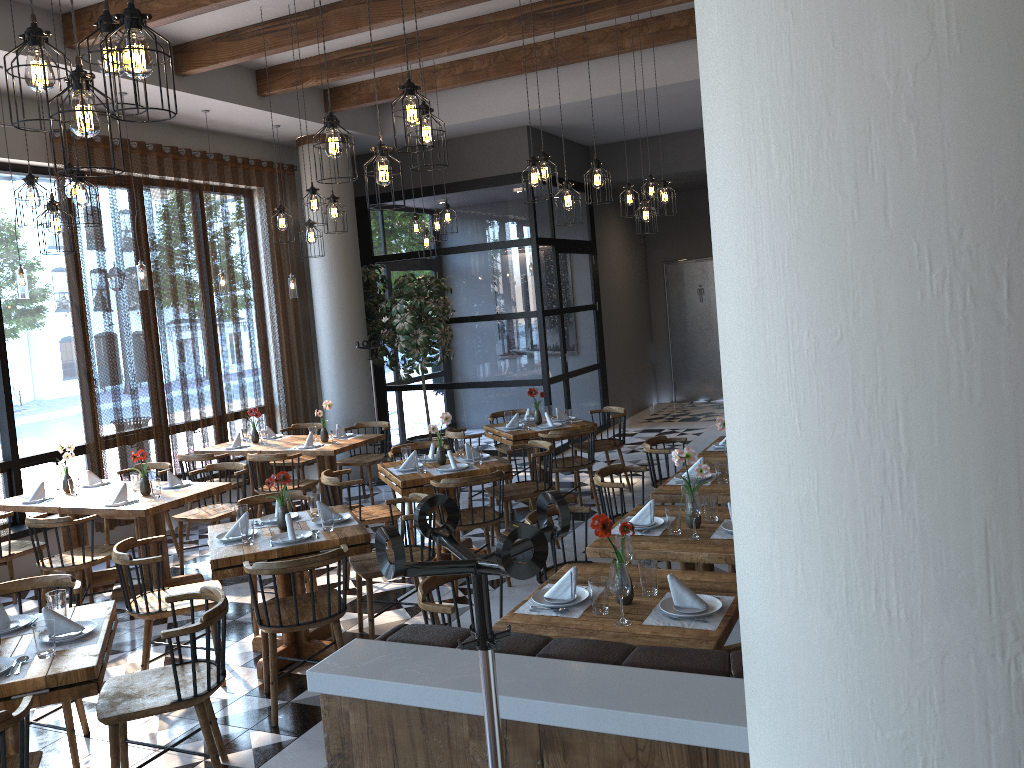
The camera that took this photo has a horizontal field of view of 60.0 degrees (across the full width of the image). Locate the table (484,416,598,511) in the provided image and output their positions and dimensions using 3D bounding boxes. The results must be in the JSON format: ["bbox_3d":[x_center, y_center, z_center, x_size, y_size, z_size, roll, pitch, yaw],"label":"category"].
[{"bbox_3d":[0.290,0.769,8.574,0.865,0.762,0.865,-6,5,-19],"label":"table"}]

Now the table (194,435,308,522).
[{"bbox_3d":[-2.557,0.973,8.985,0.849,0.762,0.853,-3,5,25],"label":"table"}]

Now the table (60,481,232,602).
[{"bbox_3d":[-2.698,1.207,6.674,0.849,0.762,0.853,-3,5,25],"label":"table"}]

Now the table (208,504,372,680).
[{"bbox_3d":[-1.294,1.228,5.201,0.865,0.762,0.865,-6,5,-19],"label":"table"}]

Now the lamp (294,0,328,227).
[{"bbox_3d":[-1.616,-2.264,6.849,0.175,2.066,0.175,-4,3,20],"label":"lamp"}]

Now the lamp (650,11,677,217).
[{"bbox_3d":[1.241,-2.479,7.582,0.175,2.066,0.175,-3,4,36],"label":"lamp"}]

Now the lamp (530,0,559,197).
[{"bbox_3d":[0.157,-2.352,6.176,0.175,2.066,0.175,-4,3,9],"label":"lamp"}]

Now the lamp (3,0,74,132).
[{"bbox_3d":[-1.511,-1.812,2.647,0.175,2.066,0.175,-3,4,32],"label":"lamp"}]

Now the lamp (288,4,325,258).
[{"bbox_3d":[-1.688,-2.048,7.074,0.175,2.066,0.175,-4,3,20],"label":"lamp"}]

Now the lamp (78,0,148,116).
[{"bbox_3d":[-1.339,-1.894,2.753,0.175,2.066,0.175,-2,4,43],"label":"lamp"}]

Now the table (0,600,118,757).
[{"bbox_3d":[-2.056,1.450,3.578,0.865,0.762,0.865,-6,5,-19],"label":"table"}]

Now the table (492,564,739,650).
[{"bbox_3d":[0.486,1.238,3.514,0.849,0.762,0.853,-3,5,25],"label":"table"}]

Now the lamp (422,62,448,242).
[{"bbox_3d":[-0.835,-2.475,8.940,0.175,2.066,0.175,-3,3,27],"label":"lamp"}]

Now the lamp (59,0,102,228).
[{"bbox_3d":[-2.442,-1.898,4.820,0.175,2.066,0.175,-4,3,11],"label":"lamp"}]

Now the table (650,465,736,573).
[{"bbox_3d":[1.415,0.968,5.492,0.849,0.762,0.853,-3,5,25],"label":"table"}]

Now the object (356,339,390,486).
[{"bbox_3d":[-1.569,0.319,10.239,0.375,1.654,0.374,-8,4,-42],"label":"object"}]

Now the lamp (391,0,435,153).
[{"bbox_3d":[-0.522,-2.075,3.908,0.175,2.066,0.175,-5,3,-4],"label":"lamp"}]

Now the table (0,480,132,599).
[{"bbox_3d":[-3.470,1.238,7.041,0.849,0.762,0.853,-3,5,25],"label":"table"}]

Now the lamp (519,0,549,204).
[{"bbox_3d":[0.079,-2.270,5.989,0.175,2.066,0.175,-5,3,-2],"label":"lamp"}]

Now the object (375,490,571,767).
[{"bbox_3d":[0.008,1.024,1.484,0.374,1.654,0.375,-5,3,3],"label":"object"}]

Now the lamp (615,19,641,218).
[{"bbox_3d":[0.984,-2.535,7.934,0.175,2.066,0.175,-7,4,-32],"label":"lamp"}]

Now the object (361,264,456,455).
[{"bbox_3d":[-1.424,-0.236,10.985,1.633,2.586,1.384,-4,4,9],"label":"object"}]

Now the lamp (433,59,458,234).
[{"bbox_3d":[-0.714,-2.526,8.771,0.175,2.066,0.175,-3,4,38],"label":"lamp"}]

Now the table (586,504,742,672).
[{"bbox_3d":[0.954,1.102,4.509,0.849,0.762,0.853,-3,5,25],"label":"table"}]

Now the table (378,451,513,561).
[{"bbox_3d":[-0.506,1.000,6.878,0.865,0.762,0.865,-6,5,-19],"label":"table"}]

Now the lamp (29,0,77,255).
[{"bbox_3d":[-2.633,-1.759,4.918,0.175,2.066,0.175,-2,4,44],"label":"lamp"}]

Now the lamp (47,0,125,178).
[{"bbox_3d":[-1.319,-1.643,2.534,0.175,2.066,0.175,-2,4,43],"label":"lamp"}]

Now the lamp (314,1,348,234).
[{"bbox_3d":[-1.492,-2.235,7.023,0.175,2.066,0.175,-4,3,9],"label":"lamp"}]

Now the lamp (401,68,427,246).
[{"bbox_3d":[-1.002,-2.379,8.544,0.175,2.066,0.175,-5,3,5],"label":"lamp"}]

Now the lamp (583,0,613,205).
[{"bbox_3d":[0.513,-2.268,6.035,0.175,2.066,0.175,-6,3,-24],"label":"lamp"}]

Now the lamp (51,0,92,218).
[{"bbox_3d":[-2.648,-2.011,5.137,0.175,2.066,0.175,-2,4,44],"label":"lamp"}]

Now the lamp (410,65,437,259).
[{"bbox_3d":[-0.924,-2.275,8.762,0.175,2.066,0.175,-3,4,38],"label":"lamp"}]

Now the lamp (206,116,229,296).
[{"bbox_3d":[-2.926,-1.846,8.703,0.078,1.959,0.078,-4,3,11],"label":"lamp"}]

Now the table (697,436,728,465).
[{"bbox_3d":[1.883,0.832,6.488,0.849,0.762,0.853,-3,5,25],"label":"table"}]

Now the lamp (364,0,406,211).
[{"bbox_3d":[-0.672,-1.847,4.077,0.175,2.066,0.175,-5,3,-4],"label":"lamp"}]

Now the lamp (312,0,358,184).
[{"bbox_3d":[-0.884,-1.951,3.980,0.175,2.066,0.175,-7,4,-37],"label":"lamp"}]

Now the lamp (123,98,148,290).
[{"bbox_3d":[-3.351,-1.809,7.807,0.078,1.959,0.078,-4,3,15],"label":"lamp"}]

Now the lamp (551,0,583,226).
[{"bbox_3d":[0.308,-2.116,5.998,0.175,2.066,0.175,-4,3,9],"label":"lamp"}]

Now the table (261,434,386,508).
[{"bbox_3d":[-1.785,0.942,8.618,0.849,0.762,0.853,-3,5,25],"label":"table"}]

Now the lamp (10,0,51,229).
[{"bbox_3d":[-2.822,-1.929,5.034,0.175,2.066,0.175,-3,4,33],"label":"lamp"}]

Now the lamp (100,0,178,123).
[{"bbox_3d":[-1.127,-1.782,2.439,0.175,2.066,0.175,-4,3,10],"label":"lamp"}]

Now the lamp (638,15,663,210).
[{"bbox_3d":[1.186,-2.611,7.952,0.175,2.066,0.175,-6,3,-21],"label":"lamp"}]

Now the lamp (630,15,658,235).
[{"bbox_3d":[1.106,-2.353,7.756,0.175,2.066,0.175,-6,3,-21],"label":"lamp"}]

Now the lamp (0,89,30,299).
[{"bbox_3d":[-3.838,-1.633,6.765,0.078,1.959,0.078,-3,4,33],"label":"lamp"}]

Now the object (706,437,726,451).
[{"bbox_3d":[1.607,0.394,6.579,0.271,0.137,0.353,-3,6,26],"label":"object"}]

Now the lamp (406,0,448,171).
[{"bbox_3d":[-0.478,-2.042,4.115,0.175,2.066,0.175,-6,3,-15],"label":"lamp"}]

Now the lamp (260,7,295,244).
[{"bbox_3d":[-1.920,-2.159,7.067,0.175,2.066,0.175,-6,3,-13],"label":"lamp"}]

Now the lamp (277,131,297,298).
[{"bbox_3d":[-2.475,-1.917,9.654,0.078,1.959,0.078,-7,4,-32],"label":"lamp"}]

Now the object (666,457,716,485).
[{"bbox_3d":[1.141,0.530,5.588,0.271,0.137,0.353,-3,6,26],"label":"object"}]
